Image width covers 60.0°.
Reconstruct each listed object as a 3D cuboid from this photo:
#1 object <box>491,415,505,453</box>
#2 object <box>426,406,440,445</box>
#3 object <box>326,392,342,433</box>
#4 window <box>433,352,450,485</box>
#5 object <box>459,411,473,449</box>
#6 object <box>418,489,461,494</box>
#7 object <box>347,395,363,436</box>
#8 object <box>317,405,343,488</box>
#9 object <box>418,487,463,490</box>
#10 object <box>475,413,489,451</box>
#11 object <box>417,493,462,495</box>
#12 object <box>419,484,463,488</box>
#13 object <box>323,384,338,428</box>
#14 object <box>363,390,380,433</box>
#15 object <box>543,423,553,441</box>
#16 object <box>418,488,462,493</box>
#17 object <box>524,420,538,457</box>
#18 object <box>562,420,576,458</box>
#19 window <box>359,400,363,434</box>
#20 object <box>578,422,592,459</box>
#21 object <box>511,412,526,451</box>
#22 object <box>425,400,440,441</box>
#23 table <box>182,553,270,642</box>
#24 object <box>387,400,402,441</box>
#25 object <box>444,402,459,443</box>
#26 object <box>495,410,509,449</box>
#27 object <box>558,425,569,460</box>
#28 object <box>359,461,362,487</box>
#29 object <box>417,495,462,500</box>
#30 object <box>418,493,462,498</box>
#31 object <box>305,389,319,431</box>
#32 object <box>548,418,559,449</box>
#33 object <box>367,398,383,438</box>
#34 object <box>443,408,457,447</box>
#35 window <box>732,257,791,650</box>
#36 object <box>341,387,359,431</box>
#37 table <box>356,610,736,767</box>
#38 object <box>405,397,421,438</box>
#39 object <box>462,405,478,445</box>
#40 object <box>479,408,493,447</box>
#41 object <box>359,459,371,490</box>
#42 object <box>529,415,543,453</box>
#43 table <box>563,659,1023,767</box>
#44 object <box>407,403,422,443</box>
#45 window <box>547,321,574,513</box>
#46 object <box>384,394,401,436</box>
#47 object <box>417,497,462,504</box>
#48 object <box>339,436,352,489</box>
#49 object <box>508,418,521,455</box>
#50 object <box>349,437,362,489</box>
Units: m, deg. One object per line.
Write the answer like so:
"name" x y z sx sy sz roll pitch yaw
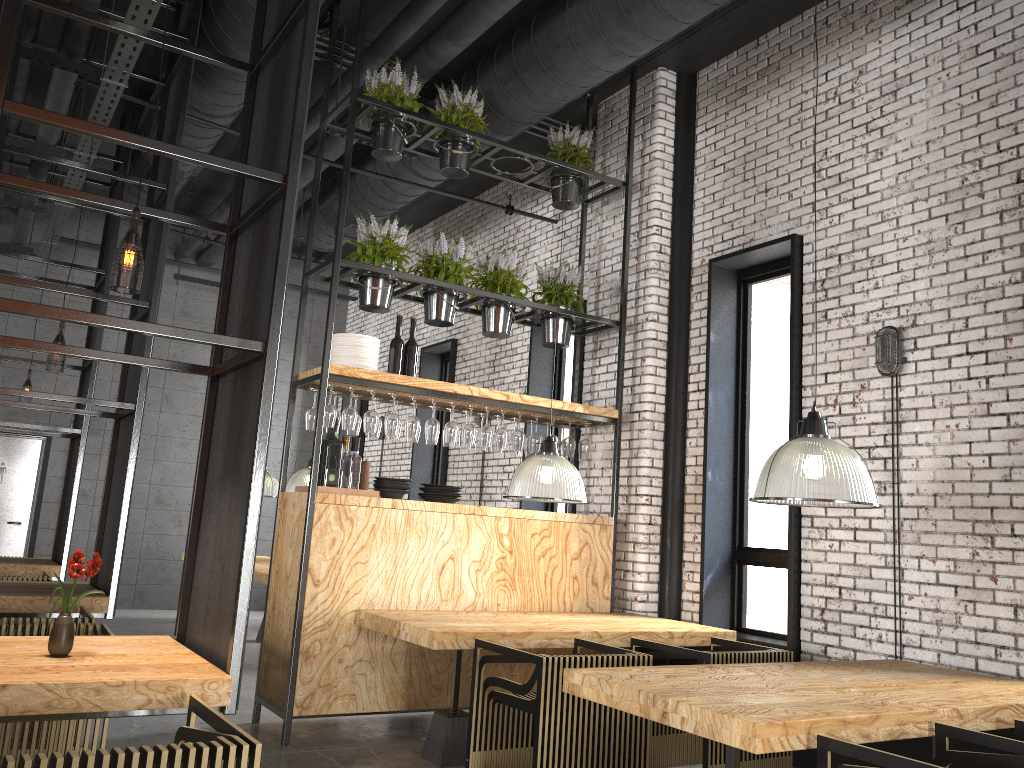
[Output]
"object" -0.105 0.370 6.530 0.101 0.268 0.100 3 -10 5
"object" -0.558 0.293 6.254 0.101 0.268 0.100 3 -10 5
"object" -1.180 0.188 5.875 0.101 0.268 0.100 3 -10 5
"window" -0.771 0.915 10.123 0.364 2.708 0.747 10 -12 -31
"object" -0.330 0.332 6.393 0.101 0.268 0.100 3 -10 5
"object" -0.490 0.751 6.050 0.306 0.042 0.305 1 -10 15
"object" -1.056 0.209 5.950 0.101 0.268 0.100 3 -10 5
"object" -1.149 0.409 5.627 0.106 0.556 0.156 10 -12 -32
"object" -0.489 0.725 6.056 0.305 0.049 0.305 5 -9 -6
"object" -0.221 0.350 6.459 0.101 0.268 0.100 3 -10 5
"object" -0.492 0.765 6.047 0.305 0.046 0.305 1 -10 16
"object" -0.488 0.711 6.060 0.305 0.040 0.305 -4 -12 41
"object" -1.144 0.139 5.564 0.101 0.268 0.100 3 -10 5
"object" -0.903 0.180 5.711 0.101 0.268 0.100 3 -10 5
"object" 0.268 0.432 6.758 0.101 0.268 0.100 4 -10 -1
"object" -0.489 0.737 6.054 0.305 0.038 0.305 9 -11 -30
"object" 0.144 0.411 6.682 0.101 0.268 0.100 4 -10 -1
"object" 0.421 0.403 6.518 0.101 0.268 0.100 4 -10 -1
"window" -2.057 1.164 12.148 0.364 2.708 0.747 10 -12 -31
"object" 0.545 0.424 6.594 0.101 0.268 0.100 4 -10 -1
"object" 0.048 0.340 6.290 0.101 0.268 0.100 3 -10 5
"object" -0.530 0.243 5.938 0.101 0.268 0.100 3 -10 5
"table" -2.476 2.269 9.154 0.998 0.766 4.127 10 -11 -31
"object" -0.807 0.251 6.102 0.101 0.268 0.100 3 -10 5
"object" -0.406 0.264 6.014 0.101 0.268 0.100 3 -10 5
"object" -0.069 0.320 6.219 0.101 0.268 0.100 3 -10 5
"object" 0.393 0.453 6.833 0.101 0.268 0.100 4 -10 -1
"object" -0.998 0.619 5.802 0.056 0.250 0.056 12 -13 -38
"object" -0.493 0.789 6.043 0.305 0.041 0.305 6 -10 -14
"object" -0.492 0.774 6.046 0.305 0.044 0.305 9 -11 -30
"object" -1.297 0.169 5.804 0.101 0.268 0.100 3 -10 5
"object" 0.296 0.382 6.442 0.101 0.268 0.100 4 -10 -1
"object" -0.931 0.230 6.026 0.101 0.268 0.100 3 -10 5
"object" -0.440 0.313 6.326 0.101 0.268 0.100 3 -10 5
"window" 1.775 0.423 6.117 0.364 2.708 0.747 10 -12 -31
"object" -1.028 0.159 5.635 0.101 0.268 0.100 3 -10 5
"table" 0.214 1.817 5.332 2.113 0.766 0.998 10 -11 -31
"object" -0.655 0.222 5.862 0.101 0.268 0.100 3 -10 5
"object" -0.288 0.284 6.086 0.101 0.268 0.100 3 -10 5
"object" -0.177 0.302 6.153 0.101 0.268 0.100 3 -10 5
"object" -0.952 0.610 5.729 0.056 0.250 0.056 12 -13 -38
"object" 0.172 0.361 6.366 0.101 0.268 0.100 4 -10 -1
"table" 1.339 1.600 3.562 2.113 0.766 0.998 10 -11 -31
"object" -0.683 0.272 6.178 0.101 0.268 0.100 3 -10 5
"window" 0.508 0.668 8.111 0.364 2.708 0.747 10 -12 -31
"object" -0.779 0.201 5.786 0.101 0.268 0.100 3 -10 5
"object" -0.493 0.800 6.042 0.306 0.035 0.305 3 -9 6
"object" -1.076 0.517 5.674 0.070 0.369 0.107 10 -12 -32
"object" 0.020 0.391 6.606 0.101 0.268 0.100 4 -10 -1
"object" -1.021 0.526 5.708 0.070 0.369 0.107 10 -12 -32
